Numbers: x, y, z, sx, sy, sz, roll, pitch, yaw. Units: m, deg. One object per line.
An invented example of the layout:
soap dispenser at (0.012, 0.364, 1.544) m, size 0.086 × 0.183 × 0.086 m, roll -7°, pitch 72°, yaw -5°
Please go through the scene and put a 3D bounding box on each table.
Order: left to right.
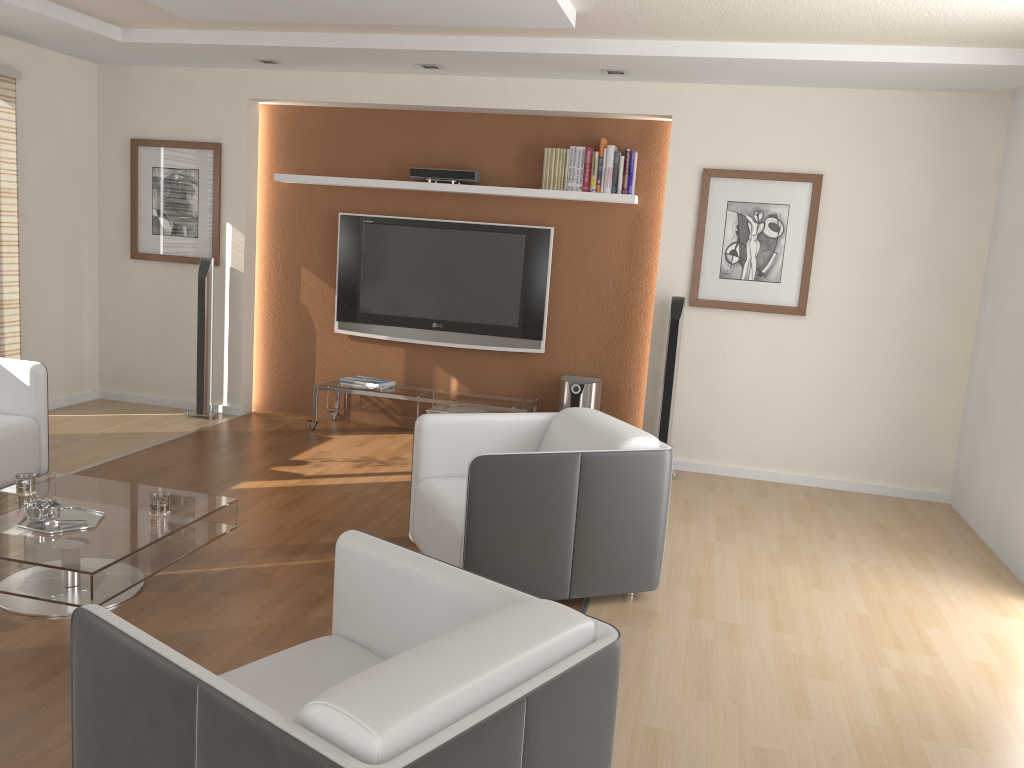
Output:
table at (-1.708, 0.649, 3.433) m, size 0.900 × 0.300 × 0.900 m, roll 6°, pitch 10°, yaw 12°

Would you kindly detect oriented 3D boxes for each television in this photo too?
television at (-0.512, -0.728, 6.408) m, size 1.594 × 0.900 × 0.097 m, roll 6°, pitch 10°, yaw 12°

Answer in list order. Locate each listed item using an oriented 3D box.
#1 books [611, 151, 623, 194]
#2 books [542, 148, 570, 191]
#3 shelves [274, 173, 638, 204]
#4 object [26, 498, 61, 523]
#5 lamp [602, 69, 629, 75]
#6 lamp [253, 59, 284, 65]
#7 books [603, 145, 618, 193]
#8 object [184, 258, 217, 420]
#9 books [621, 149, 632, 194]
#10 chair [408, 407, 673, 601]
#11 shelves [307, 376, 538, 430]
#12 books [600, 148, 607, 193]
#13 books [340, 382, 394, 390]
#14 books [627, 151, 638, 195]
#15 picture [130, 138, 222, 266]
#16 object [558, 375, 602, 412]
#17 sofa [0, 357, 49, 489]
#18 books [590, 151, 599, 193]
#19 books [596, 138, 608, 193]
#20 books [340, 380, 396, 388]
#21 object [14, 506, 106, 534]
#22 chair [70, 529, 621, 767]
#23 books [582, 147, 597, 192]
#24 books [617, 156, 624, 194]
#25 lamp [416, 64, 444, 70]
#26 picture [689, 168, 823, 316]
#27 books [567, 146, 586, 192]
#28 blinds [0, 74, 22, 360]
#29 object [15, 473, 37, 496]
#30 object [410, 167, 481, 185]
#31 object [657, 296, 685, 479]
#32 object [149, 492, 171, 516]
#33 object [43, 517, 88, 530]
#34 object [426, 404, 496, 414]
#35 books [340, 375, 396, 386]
books at (0.708, -1.419, 5.980) m, size 0.041 × 0.278 × 0.157 m, roll 6°, pitch 10°, yaw 12°
books at (0.313, -1.459, 6.061) m, size 0.167 × 0.275 × 0.195 m, roll 6°, pitch 10°, yaw 12°
shelves at (-0.432, -1.377, 6.244) m, size 2.612 × 0.050 × 0.200 m, roll 6°, pitch 10°, yaw 12°
object at (-1.749, 0.471, 3.311) m, size 0.118 × 0.079 × 0.117 m, roll 7°, pitch 10°, yaw 19°
lamp at (0.638, -1.952, 5.434) m, size 0.146 × 0.087 × 0.146 m, roll 6°, pitch 10°, yaw 12°
lamp at (-1.625, -2.196, 5.927) m, size 0.146 × 0.087 × 0.146 m, roll 6°, pitch 10°, yaw 12°
books at (0.663, -1.439, 5.977) m, size 0.050 × 0.313 × 0.179 m, roll 6°, pitch 10°, yaw 12°
object at (-2.243, -0.336, 6.493) m, size 0.228 × 1.165 × 0.215 m, roll 5°, pitch 9°, yaw 7°
books at (0.774, -1.418, 5.959) m, size 0.041 × 0.293 × 0.169 m, roll 6°, pitch 10°, yaw 12°
chair at (0.105, 0.502, 3.858) m, size 0.919 × 0.706 × 0.767 m, roll 0°, pitch 10°, yaw -22°
shelves at (-0.649, 0.216, 6.382) m, size 1.617 × 0.340 × 0.444 m, roll 6°, pitch 10°, yaw 12°
books at (0.629, -1.434, 5.992) m, size 0.022 × 0.293 × 0.167 m, roll 6°, pitch 10°, yaw 12°
books at (-1.046, -0.002, 6.432) m, size 0.326 × 0.017 × 0.228 m, roll 7°, pitch 10°, yaw 15°
books at (0.809, -1.411, 5.952) m, size 0.029 × 0.286 × 0.169 m, roll 6°, pitch 10°, yaw 12°
picture at (-2.491, -1.343, 6.555) m, size 0.734 × 0.884 × 0.025 m, roll 6°, pitch 10°, yaw 12°
object at (0.451, 0.228, 6.173) m, size 0.286 × 0.518 × 0.323 m, roll 6°, pitch 10°, yaw 12°
sofa at (-3.115, 0.281, 3.658) m, size 0.919 × 0.661 × 2.238 m, roll 6°, pitch 10°, yaw 12°
books at (0.567, -1.425, 5.997) m, size 0.041 × 0.266 × 0.186 m, roll 6°, pitch 10°, yaw 12°
books at (0.606, -1.468, 5.991) m, size 0.028 × 0.358 × 0.169 m, roll 6°, pitch 10°, yaw 12°
books at (-1.045, -0.015, 6.429) m, size 0.326 × 0.017 × 0.228 m, roll 9°, pitch 11°, yaw 29°
object at (-1.690, 0.509, 3.328) m, size 0.315 × 0.011 × 0.273 m, roll 7°, pitch 10°, yaw 19°
chair at (-0.350, 0.768, 1.913) m, size 0.919 × 0.661 × 0.767 m, roll 11°, pitch 12°, yaw 37°
books at (0.525, -1.445, 6.013) m, size 0.053 × 0.293 × 0.169 m, roll 6°, pitch 10°, yaw 12°
books at (0.739, -1.400, 5.970) m, size 0.028 × 0.248 × 0.169 m, roll 6°, pitch 10°, yaw 12°
lamp at (-0.522, -2.077, 5.687) m, size 0.146 × 0.087 × 0.146 m, roll 6°, pitch 10°, yaw 12°
picture at (1.551, -0.908, 5.676) m, size 0.734 × 0.884 × 0.025 m, roll 6°, pitch 10°, yaw 12°
books at (0.447, -1.455, 6.034) m, size 0.104 × 0.295 × 0.146 m, roll 6°, pitch 10°, yaw 12°
blinds at (-3.435, -0.862, 5.511) m, size 0.001 × 2.200 × 0.980 m, roll 6°, pitch 10°, yaw 12°
object at (-1.977, 0.409, 3.607) m, size 0.079 × 0.077 × 0.079 m, roll 4°, pitch 9°, yaw 1°
object at (-0.470, -1.460, 6.237) m, size 0.470 × 0.109 × 0.182 m, roll 6°, pitch 10°, yaw 12°
object at (1.027, 0.016, 5.782) m, size 0.228 × 1.165 × 0.215 m, roll 7°, pitch 10°, yaw 17°
object at (-1.384, 0.472, 3.485) m, size 0.079 × 0.077 × 0.079 m, roll 4°, pitch 9°, yaw 1°
object at (-1.646, 0.507, 3.274) m, size 0.147 × 0.035 × 0.051 m, roll -3°, pitch 12°, yaw -36°
object at (-0.361, 0.213, 6.288) m, size 0.435 × 0.052 × 0.274 m, roll 6°, pitch 10°, yaw 12°
books at (-1.044, -0.027, 6.427) m, size 0.326 × 0.017 × 0.228 m, roll 8°, pitch 10°, yaw 24°
